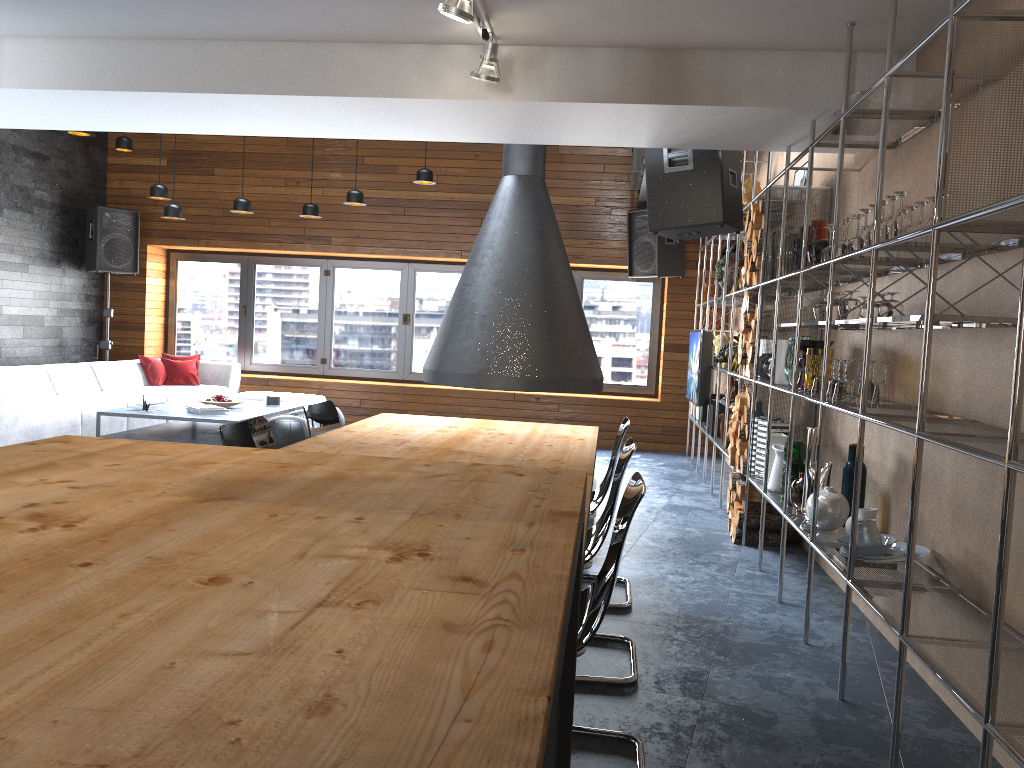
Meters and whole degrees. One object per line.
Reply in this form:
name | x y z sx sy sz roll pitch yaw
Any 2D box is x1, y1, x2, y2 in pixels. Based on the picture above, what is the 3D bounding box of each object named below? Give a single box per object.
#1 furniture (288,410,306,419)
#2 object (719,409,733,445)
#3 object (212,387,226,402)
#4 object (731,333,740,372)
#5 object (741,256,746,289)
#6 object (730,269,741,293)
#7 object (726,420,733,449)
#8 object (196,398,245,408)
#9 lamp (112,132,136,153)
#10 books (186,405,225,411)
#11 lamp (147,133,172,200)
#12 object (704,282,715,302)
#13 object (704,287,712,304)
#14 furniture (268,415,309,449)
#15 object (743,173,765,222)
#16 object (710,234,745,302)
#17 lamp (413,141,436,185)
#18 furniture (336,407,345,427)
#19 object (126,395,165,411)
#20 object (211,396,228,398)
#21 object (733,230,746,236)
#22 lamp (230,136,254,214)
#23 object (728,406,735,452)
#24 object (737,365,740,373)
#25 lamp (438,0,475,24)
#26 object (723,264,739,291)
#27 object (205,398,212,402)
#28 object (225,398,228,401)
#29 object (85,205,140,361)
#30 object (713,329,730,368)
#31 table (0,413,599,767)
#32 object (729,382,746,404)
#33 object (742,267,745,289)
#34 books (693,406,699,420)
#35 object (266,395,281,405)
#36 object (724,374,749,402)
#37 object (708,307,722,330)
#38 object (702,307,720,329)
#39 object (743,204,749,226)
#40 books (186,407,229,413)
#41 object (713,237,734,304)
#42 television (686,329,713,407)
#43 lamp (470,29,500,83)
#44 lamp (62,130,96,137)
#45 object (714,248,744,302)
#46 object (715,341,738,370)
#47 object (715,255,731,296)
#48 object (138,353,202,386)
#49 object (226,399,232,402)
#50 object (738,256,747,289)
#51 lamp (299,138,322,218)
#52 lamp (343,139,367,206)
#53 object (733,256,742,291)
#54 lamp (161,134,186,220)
furniture | -1.719 0.444 7.393 0.402 0.462 0.401 5 4 26
object | 1.695 0.331 6.766 0.249 0.290 0.114 5 4 31
object | -2.491 0.104 7.550 0.118 0.172 0.105 1 4 -32
object | 1.738 -0.227 6.473 0.290 0.290 0.097 2 4 -14
object | 1.738 -0.765 6.209 0.253 0.249 0.126 4 3 11
object | 1.807 -0.771 6.750 0.272 0.207 0.137 4 3 10
object | 1.665 0.375 6.532 0.119 0.220 0.212 6 5 40
object | -2.476 0.166 7.542 0.395 0.061 0.395 3 4 -1
lamp | -3.666 -2.912 8.421 0.210 1.369 0.210 6 5 44
books | -2.423 0.186 7.013 0.210 0.017 0.265 0 5 -42
lamp | -3.136 -2.691 7.951 0.210 2.036 0.210 6 5 44
object | 2.003 -0.885 8.698 0.278 0.222 0.138 4 4 17
object | 2.027 -0.899 8.947 0.233 0.209 0.107 3 3 -7
furniture | -1.741 0.475 6.885 0.401 0.462 0.402 4 4 21
object | 1.955 -1.489 7.188 0.215 0.458 0.328 4 4 11
object | 1.999 -1.165 8.130 0.305 0.840 0.237 3 3 8
lamp | -0.763 -2.629 8.101 0.210 1.565 0.210 6 5 44
furniture | -1.695 0.413 7.918 0.401 0.462 0.402 0 5 -44
object | -2.883 0.151 6.982 0.250 0.117 0.240 4 4 14
object | -2.662 0.135 8.071 0.160 0.040 0.160 2 4 -16
object | 1.966 -1.510 7.639 0.207 0.442 0.328 3 3 -1
lamp | -2.414 -2.584 8.042 0.210 2.034 0.210 6 5 44
object | 1.655 0.324 6.173 0.170 0.363 0.375 1 4 -28
object | 1.693 -0.283 6.055 0.210 0.451 0.405 3 3 -2
lamp | -0.185 -1.347 3.005 0.127 0.242 0.127 2 4 -13
object | 1.760 -0.822 7.051 0.164 0.266 0.237 4 4 23
object | -2.566 0.152 7.486 0.064 0.062 0.061 6 4 37
object | -2.478 0.147 7.629 0.062 0.062 0.060 1 4 -33
object | -4.443 -0.751 9.597 0.686 2.298 0.639 6 5 44
object | 1.756 -0.278 7.083 0.325 0.309 0.154 2 3 -9
table | -0.466 0.619 1.852 1.185 0.927 5.999 3 4 6
object | 1.691 0.067 6.554 0.210 0.168 0.105 0 5 -44
object | 1.689 -0.762 5.888 0.314 0.280 0.151 3 3 4
books | 1.921 0.246 8.940 0.139 0.208 0.461 3 4 6
object | -2.151 0.146 7.984 0.126 0.081 0.126 2 4 -21
object | 1.738 0.035 6.774 0.217 0.214 0.108 5 4 31
object | 2.005 -0.643 8.740 0.267 0.223 0.060 0 4 -38
object | 2.022 -0.659 8.940 0.233 0.229 0.116 0 5 -44
object | 1.786 -1.390 6.950 0.208 0.280 0.131 2 4 -12
books | -2.421 0.203 7.058 0.239 0.021 0.299 0 5 -42
object | 2.009 -1.204 8.397 0.244 0.879 0.244 5 4 34
television | 1.649 -0.157 7.810 0.115 0.638 1.075 3 4 6
lamp | -0.109 -1.389 3.749 0.127 0.242 0.127 4 4 17
lamp | -2.938 -3.344 6.094 0.210 3.208 0.210 5 4 29
object | 1.861 -0.942 7.678 0.219 0.440 0.462 3 3 6
object | 1.742 -0.211 6.736 0.403 0.221 0.192 6 5 43
object | 1.800 -0.878 7.279 0.255 0.356 0.167 5 4 25
object | -3.607 -0.141 9.511 0.528 0.354 0.742 3 4 6
object | -2.386 0.161 7.486 0.061 0.061 0.063 3 3 5
object | 1.741 -0.787 6.414 0.227 0.270 0.123 3 3 6
lamp | -1.869 -2.593 8.395 0.210 2.002 0.210 6 5 44
lamp | -1.380 -2.589 8.013 0.210 1.911 0.210 6 5 44
object | 1.781 -0.801 6.578 0.290 0.290 0.097 3 3 5
lamp | -2.935 -2.598 7.772 0.210 2.273 0.210 6 5 44
